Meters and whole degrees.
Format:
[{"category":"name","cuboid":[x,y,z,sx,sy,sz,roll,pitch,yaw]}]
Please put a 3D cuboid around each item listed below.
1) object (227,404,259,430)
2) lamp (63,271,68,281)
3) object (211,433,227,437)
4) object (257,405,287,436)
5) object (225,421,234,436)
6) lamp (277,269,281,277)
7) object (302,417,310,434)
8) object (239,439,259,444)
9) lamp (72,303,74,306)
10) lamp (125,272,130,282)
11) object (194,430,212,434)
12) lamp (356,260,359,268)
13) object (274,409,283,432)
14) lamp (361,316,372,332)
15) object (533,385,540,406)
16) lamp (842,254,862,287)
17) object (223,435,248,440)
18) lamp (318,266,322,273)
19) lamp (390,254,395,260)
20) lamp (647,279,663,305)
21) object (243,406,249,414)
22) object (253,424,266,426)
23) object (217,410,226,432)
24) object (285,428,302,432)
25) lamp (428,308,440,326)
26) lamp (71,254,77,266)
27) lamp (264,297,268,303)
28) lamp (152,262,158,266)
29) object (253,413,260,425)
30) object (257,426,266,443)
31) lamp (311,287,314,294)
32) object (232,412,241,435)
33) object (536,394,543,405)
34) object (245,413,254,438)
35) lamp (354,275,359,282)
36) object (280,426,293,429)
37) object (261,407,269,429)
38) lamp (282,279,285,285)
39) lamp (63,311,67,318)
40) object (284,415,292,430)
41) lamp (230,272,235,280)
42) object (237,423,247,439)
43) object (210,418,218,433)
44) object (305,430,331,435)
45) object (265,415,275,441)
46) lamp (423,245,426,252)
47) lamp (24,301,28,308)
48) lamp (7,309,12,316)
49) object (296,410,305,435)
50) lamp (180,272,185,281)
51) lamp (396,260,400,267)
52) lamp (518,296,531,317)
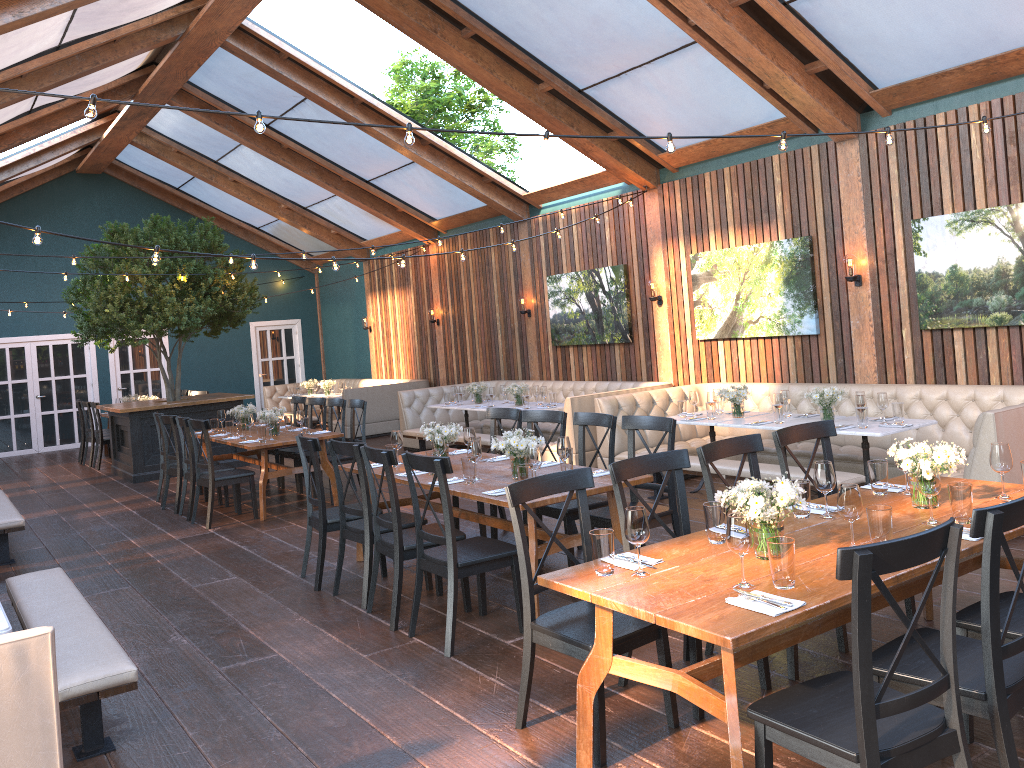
[{"category":"object","cuboid":[-3.071,0.373,10.127,0.337,0.309,0.328,-6,2,-38]},{"category":"lamp","cuboid":[-5.326,-1.285,10.545,0.056,0.120,0.056,-4,1,43]},{"category":"object","cuboid":[-3.179,0.553,9.720,0.256,0.019,0.157,-7,4,-34]},{"category":"object","cuboid":[-2.508,0.385,9.243,0.329,0.309,0.337,-4,2,3]},{"category":"object","cuboid":[-3.059,0.482,9.597,0.092,0.158,0.091,-5,1,-28]},{"category":"lamp","cuboid":[-3.401,-1.616,12.903,0.060,0.119,0.056,-5,1,-10]},{"category":"object","cuboid":[-2.151,0.434,9.229,0.092,0.158,0.092,-5,1,2]},{"category":"object","cuboid":[-2.578,0.565,8.807,0.256,0.019,0.157,-7,4,-34]},{"category":"lamp","cuboid":[-7.866,-1.445,15.848,0.067,0.118,0.056,-4,1,10]},{"category":"lamp","cuboid":[-4.845,-1.345,11.137,0.056,0.121,0.056,-4,1,37]},{"category":"object","cuboid":[-3.532,0.550,10.209,0.256,0.019,0.157,-7,4,-34]},{"category":"lamp","cuboid":[-2.458,-1.908,14.076,0.056,0.121,0.056,-4,1,38]},{"category":"object","cuboid":[-2.528,0.396,9.590,0.092,0.244,0.092,-4,0,8]},{"category":"lamp","cuboid":[-2.897,-1.188,17.574,0.178,0.320,0.146,-5,1,-34]},{"category":"object","cuboid":[0.306,0.143,10.942,0.092,0.244,0.092,-4,0,14]},{"category":"lamp","cuboid":[3.253,-1.089,8.471,0.178,0.320,0.146,-5,1,-34]},{"category":"object","cuboid":[-2.902,0.559,9.290,0.256,0.019,0.157,-7,4,-34]},{"category":"lamp","cuboid":[-2.925,-1.747,13.482,0.056,0.117,0.068,-5,1,-37]},{"category":"lamp","cuboid":[-1.972,-2.102,14.638,0.064,0.118,0.056,-5,1,-25]},{"category":"lamp","cuboid":[1.725,-1.113,10.733,0.178,0.320,0.146,-5,1,-34]},{"category":"object","cuboid":[-3.163,0.387,10.524,0.092,0.244,0.092,-4,0,36]},{"category":"object","cuboid":[-2.961,0.484,10.525,0.256,0.019,0.157,-7,4,-34]},{"category":"object","cuboid":[-3.349,0.422,10.212,0.092,0.244,0.092,-4,0,14]},{"category":"object","cuboid":[-2.331,0.494,9.601,0.256,0.019,0.157,-7,4,-34]},{"category":"lamp","cuboid":[-1.360,-1.163,15.299,0.178,0.320,0.146,-5,1,-34]},{"category":"lamp","cuboid":[-4.449,-1.258,8.982,0.056,0.121,0.056,-5,1,-25]},{"category":"lamp","cuboid":[-4.082,-1.406,14.676,0.056,0.121,0.056,-4,1,32]},{"category":"lamp","cuboid":[-3.724,-1.287,9.221,0.056,0.121,0.056,-4,1,7]},{"category":"object","cuboid":[-3.082,0.416,10.651,0.092,0.158,0.092,-5,1,-8]},{"category":"object","cuboid":[-2.451,0.493,8.676,0.092,0.158,0.092,-5,1,2]},{"category":"lamp","cuboid":[-3.353,-1.572,14.859,0.056,0.121,0.056,-4,1,33]},{"category":"object","cuboid":[-3.024,0.429,9.715,0.092,0.244,0.092,-5,0,-37]},{"category":"object","cuboid":[0.345,0.176,11.045,0.091,0.158,0.092,-4,1,42]},{"category":"object","cuboid":[-2.756,0.435,9.292,0.092,0.244,0.092,-5,0,-31]},{"category":"lamp","cuboid":[-2.639,-1.789,15.044,0.066,0.118,0.056,-4,1,32]},{"category":"object","cuboid":[-2.626,0.492,10.050,0.256,0.019,0.157,-7,4,-34]},{"category":"object","cuboid":[-2.798,0.391,10.047,0.092,0.244,0.092,-5,0,-37]},{"category":"lamp","cuboid":[-4.990,-2.231,19.316,0.056,0.121,0.056,-4,1,38]},{"category":"lamp","cuboid":[-6.984,-1.082,13.807,0.056,0.119,0.060,-5,1,3]},{"category":"object","cuboid":[-2.455,0.426,9.720,0.091,0.158,0.092,-4,1,22]},{"category":"lamp","cuboid":[-3.885,-1.509,12.317,0.056,0.119,0.060,-4,1,41]},{"category":"object","cuboid":[-2.789,0.489,9.152,0.092,0.158,0.092,-5,1,-8]},{"category":"object","cuboid":[-3.390,0.477,10.084,0.092,0.158,0.092,-5,1,-18]},{"category":"object","cuboid":[-2.004,0.499,9.115,0.256,0.019,0.157,-7,4,-34]},{"category":"object","cuboid":[-2.406,0.438,8.816,0.092,0.244,0.092,-5,0,-31]},{"category":"lamp","cuboid":[-1.509,-2.331,15.218,0.056,0.120,0.056,-5,1,-5]},{"category":"lamp","cuboid":[-8.370,-1.372,15.243,0.056,0.121,0.056,-5,1,-10]},{"category":"lamp","cuboid":[-7.680,-1.091,13.532,0.056,0.115,0.074,-4,1,9]},{"category":"object","cuboid":[-2.183,0.399,9.135,0.092,0.244,0.092,-5,0,-9]},{"category":"lamp","cuboid":[-4.373,-1.420,11.737,0.056,0.121,0.056,-5,1,-9]},{"category":"lamp","cuboid":[-1.957,-2.075,15.226,0.074,0.115,0.056,-5,1,-28]},{"category":"lamp","cuboid":[0.176,-1.138,13.026,0.178,0.320,0.146,-5,1,-34]}]
